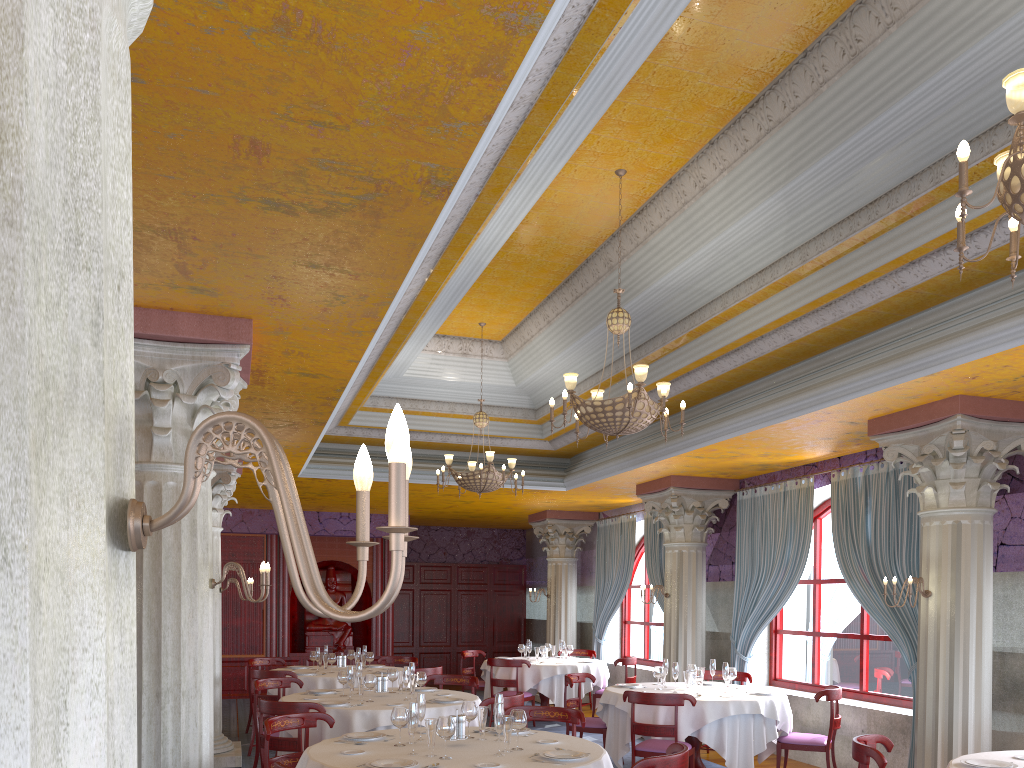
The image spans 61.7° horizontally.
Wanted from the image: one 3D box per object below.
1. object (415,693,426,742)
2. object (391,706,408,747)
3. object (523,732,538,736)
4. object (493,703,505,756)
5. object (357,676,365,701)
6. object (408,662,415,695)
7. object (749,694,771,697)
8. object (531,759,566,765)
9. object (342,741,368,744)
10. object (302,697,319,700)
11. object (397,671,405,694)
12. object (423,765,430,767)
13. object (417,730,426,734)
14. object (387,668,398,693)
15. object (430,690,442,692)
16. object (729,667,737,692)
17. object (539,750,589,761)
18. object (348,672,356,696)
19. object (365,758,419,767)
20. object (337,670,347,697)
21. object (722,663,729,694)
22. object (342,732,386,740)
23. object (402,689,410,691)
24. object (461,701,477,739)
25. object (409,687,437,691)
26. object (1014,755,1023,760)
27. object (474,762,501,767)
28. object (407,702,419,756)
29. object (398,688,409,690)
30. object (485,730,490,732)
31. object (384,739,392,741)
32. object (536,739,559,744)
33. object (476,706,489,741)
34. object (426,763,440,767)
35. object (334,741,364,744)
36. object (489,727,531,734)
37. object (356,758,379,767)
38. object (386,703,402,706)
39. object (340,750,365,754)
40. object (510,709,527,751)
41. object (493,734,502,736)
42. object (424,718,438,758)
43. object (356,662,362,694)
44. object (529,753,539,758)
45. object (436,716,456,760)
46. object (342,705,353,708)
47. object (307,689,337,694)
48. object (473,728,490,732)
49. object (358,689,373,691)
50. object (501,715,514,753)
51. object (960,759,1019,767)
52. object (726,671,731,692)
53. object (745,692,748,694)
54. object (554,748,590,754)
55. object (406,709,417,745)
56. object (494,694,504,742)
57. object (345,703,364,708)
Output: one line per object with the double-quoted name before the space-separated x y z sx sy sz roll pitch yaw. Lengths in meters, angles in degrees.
"object" -0.635 2.323 5.971 0.074 0.334 0.074 1 0 18
"object" -0.754 2.303 5.757 0.122 0.262 0.123 1 -2 -4
"object" 0.138 2.570 6.289 0.027 0.013 0.238 -5 -15 26
"object" -0.081 2.193 5.437 0.074 0.334 0.074 1 0 18
"object" -1.458 2.949 8.285 0.086 0.236 0.086 0 -1 7
"object" -1.042 3.057 8.890 0.074 0.334 0.074 1 0 41
"object" 2.620 3.296 9.068 0.233 0.013 0.028 -7 -13 27
"object" 0.224 2.298 5.209 0.233 0.013 0.028 -7 -13 27
"object" -1.093 2.461 5.882 0.254 0.003 0.022 -7 -16 26
"object" -1.969 3.082 8.383 0.160 0.009 0.162 -8 -17 31
"object" -1.160 3.118 8.941 0.086 0.236 0.086 1 -1 -16
"object" -0.535 2.236 4.973 0.022 0.003 0.259 -6 -16 25
"object" -0.628 2.579 6.347 0.158 0.009 0.163 0 -14 2
"object" -1.256 3.121 9.009 0.122 0.262 0.123 1 -2 -4
"object" -0.813 3.297 9.198 0.027 0.013 0.238 -5 -15 26
"object" 2.434 3.282 9.510 0.122 0.262 0.123 -1 -2 41
"object" 0.326 2.332 5.363 0.314 0.024 0.321 5 -15 -17
"object" -1.637 3.068 8.762 0.086 0.236 0.086 1 -1 -16
"object" -0.703 2.235 5.021 0.314 0.024 0.321 5 -15 -17
"object" -1.705 3.030 8.666 0.122 0.262 0.123 -1 -2 41
"object" 2.316 3.191 9.295 0.074 0.334 0.074 1 0 18
"object" -1.045 2.492 6.049 0.314 0.024 0.321 5 -15 -17
"object" -1.134 3.337 9.348 0.022 0.003 0.259 -6 -16 25
"object" -0.305 2.394 6.100 0.122 0.262 0.123 1 -2 -4
"object" -0.967 3.315 9.300 0.313 0.024 0.322 -2 -14 12
"object" 3.309 2.400 5.492 0.158 0.009 0.163 0 -14 2
"object" -0.146 2.264 5.084 0.158 0.009 0.163 0 -14 2
"object" -0.625 2.185 5.427 0.074 0.334 0.074 1 0 18
"object" -1.169 3.332 9.364 0.055 0.019 0.262 -7 -16 30
"object" -0.183 2.610 6.440 0.022 0.003 0.259 -6 -16 25
"object" -0.852 2.486 5.990 0.030 0.010 0.142 -6 -16 28
"object" 0.244 2.489 5.956 0.160 0.009 0.161 11 -18 -37
"object" -0.209 2.391 6.032 0.086 0.236 0.086 0 -1 29
"object" -0.500 2.224 4.958 0.055 0.019 0.262 -7 -16 30
"object" -1.108 2.443 5.847 0.258 0.019 0.056 -8 -15 31
"object" -0.016 2.589 6.391 0.314 0.024 0.321 5 -15 -17
"object" -0.856 2.266 5.123 0.027 0.013 0.238 -5 -15 26
"object" -1.097 2.991 7.993 0.159 0.009 0.163 -5 -15 21
"object" -1.019 2.355 5.475 0.158 0.009 0.163 0 -14 2
"object" 0.038 2.283 5.651 0.122 0.262 0.123 1 -2 -4
"object" -0.076 2.546 6.199 0.139 0.010 0.030 -7 -15 29
"object" -0.507 2.222 5.376 0.086 0.236 0.086 0 -1 7
"object" -1.586 3.050 8.880 0.074 0.334 0.074 1 0 18
"object" 0.133 2.352 5.423 0.030 0.010 0.142 -6 -16 28
"object" -0.411 2.193 5.308 0.122 0.262 0.123 1 -2 -27
"object" -1.486 2.963 7.882 0.022 0.003 0.259 -6 -16 25
"object" -1.995 3.219 8.958 0.317 0.024 0.318 11 -18 -37
"object" -0.218 2.605 6.455 0.055 0.019 0.262 -7 -16 30
"object" -1.579 3.306 9.256 0.159 0.009 0.163 5 -15 -17
"object" -0.030 2.272 5.556 0.086 0.236 0.086 1 -1 -38
"object" 2.893 2.313 5.194 0.314 0.024 0.321 5 -15 -17
"object" 2.366 3.270 9.414 0.086 0.236 0.086 1 -1 -38
"object" 2.530 3.350 9.281 0.030 0.010 0.142 -6 -16 28
"object" 0.389 2.386 5.565 0.258 0.019 0.056 -8 -15 31
"object" -0.686 2.341 5.853 0.086 0.236 0.086 1 -1 -16
"object" -0.091 2.330 5.981 0.074 0.334 0.074 1 0 18
"object" -1.451 2.951 7.866 0.055 0.019 0.262 -7 -16 30
